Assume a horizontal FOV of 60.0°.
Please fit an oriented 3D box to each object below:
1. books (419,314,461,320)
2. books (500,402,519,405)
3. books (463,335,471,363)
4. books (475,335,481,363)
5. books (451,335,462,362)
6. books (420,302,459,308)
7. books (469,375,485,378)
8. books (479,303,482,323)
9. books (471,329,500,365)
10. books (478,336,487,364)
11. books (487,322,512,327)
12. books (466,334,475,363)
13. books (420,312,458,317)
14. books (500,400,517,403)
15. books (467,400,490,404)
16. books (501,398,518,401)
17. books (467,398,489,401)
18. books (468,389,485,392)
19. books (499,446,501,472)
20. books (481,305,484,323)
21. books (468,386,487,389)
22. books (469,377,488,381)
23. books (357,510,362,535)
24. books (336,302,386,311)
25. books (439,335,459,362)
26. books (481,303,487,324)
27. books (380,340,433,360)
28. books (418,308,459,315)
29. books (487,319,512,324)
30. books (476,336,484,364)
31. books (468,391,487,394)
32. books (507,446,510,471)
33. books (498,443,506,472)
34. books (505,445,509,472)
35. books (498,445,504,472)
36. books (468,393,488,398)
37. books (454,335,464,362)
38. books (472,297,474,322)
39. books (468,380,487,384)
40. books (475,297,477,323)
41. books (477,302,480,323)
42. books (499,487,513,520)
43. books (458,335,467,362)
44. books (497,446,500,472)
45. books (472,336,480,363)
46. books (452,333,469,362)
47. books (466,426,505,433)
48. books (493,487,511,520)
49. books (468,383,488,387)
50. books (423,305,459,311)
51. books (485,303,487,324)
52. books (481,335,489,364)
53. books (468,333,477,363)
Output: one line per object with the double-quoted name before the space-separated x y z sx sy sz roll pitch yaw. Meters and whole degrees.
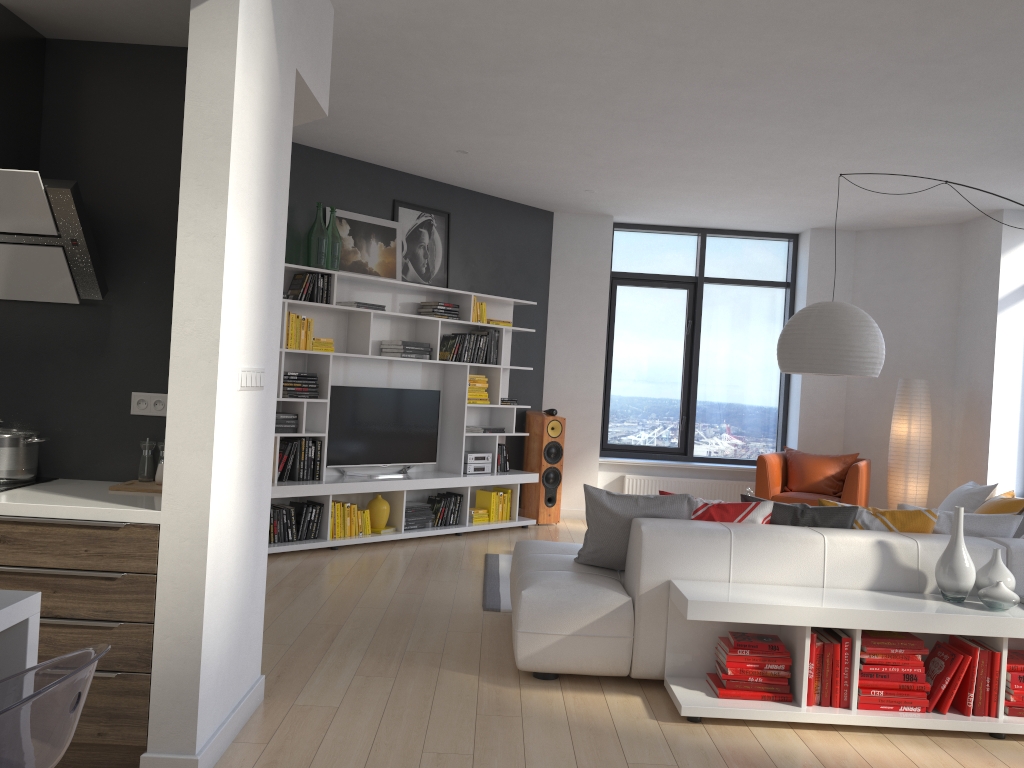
"books" -0.612 -0.559 7.489 0.284 0.030 0.214 3 0 -42
"books" -0.072 0.175 8.027 0.213 0.023 0.161 3 0 -42
"books" -0.446 -0.303 7.648 0.179 0.243 0.068 4 0 43
"books" -0.367 -0.306 7.733 0.192 0.254 0.075 4 0 43
"books" -0.531 -0.304 7.569 0.187 0.234 0.096 4 0 44
"books" -0.610 -0.665 7.496 0.209 0.030 0.266 4 0 38
"books" -0.374 -0.070 7.824 0.223 0.023 0.163 3 0 -42
"books" -0.314 -0.616 7.702 0.128 0.178 0.044 4 0 44
"books" -0.250 -0.327 7.892 0.259 0.321 0.128 4 0 44
"books" -0.322 -0.301 7.778 0.191 0.249 0.084 4 0 44
"books" -0.159 -0.532 7.931 0.257 0.028 0.194 3 0 -41
"books" -0.423 -0.307 7.678 0.191 0.249 0.084 4 0 44
"books" -0.614 -0.585 7.491 0.189 0.020 0.264 4 0 43
"books" -0.073 0.156 8.028 0.142 0.015 0.198 4 0 43
"books" -0.356 0.157 7.794 0.257 0.028 0.194 3 0 -41
"books" -0.081 0.136 8.040 0.213 0.023 0.161 3 0 -42
"books" -0.363 0.131 7.797 0.257 0.024 0.203 3 0 -43
"books" -0.365 0.051 7.788 0.217 0.023 0.145 3 0 -42
"books" -0.164 0.669 7.985 0.170 0.236 0.049 4 0 45
"books" -0.294 -0.606 7.707 0.108 0.161 0.046 4 0 43
"books" -0.368 0.031 7.809 0.171 0.019 0.239 4 0 44
"books" -0.352 -0.045 7.815 0.223 0.023 0.163 3 0 -42
"books" -1.204 1.054 6.792 0.138 0.188 0.056 4 0 44
"books" -1.178 -0.600 6.898 0.250 0.047 0.310 4 0 40
"books" -0.551 -0.306 7.541 0.182 0.234 0.104 4 0 44
"books" -0.287 -0.617 7.735 0.064 0.184 0.141 3 0 -45
"books" -0.865 -0.276 7.268 0.277 0.137 0.343 4 0 39
"books" -0.625 -0.611 7.507 0.284 0.030 0.214 3 0 -42
"books" -0.165 -0.558 7.934 0.257 0.024 0.203 3 0 -43
"books" -0.340 -0.299 7.743 0.179 0.243 0.071 4 0 43
"books" -0.374 0.068 7.809 0.251 0.014 0.189 3 0 -43
"books" -0.104 0.673 8.087 0.179 0.233 0.077 4 0 44
"books" -0.131 0.662 8.025 0.193 0.255 0.066 4 0 44
"books" -0.105 0.669 8.041 0.177 0.242 0.066 4 0 44
"books" -0.143 0.666 7.996 0.169 0.242 0.050 4 0 44
"books" -0.364 0.097 7.801 0.189 0.042 0.243 4 0 44
"books" -0.500 -0.303 7.582 0.169 0.233 0.081 4 0 43
"books" -0.386 -0.645 7.628 0.161 0.229 0.041 4 0 43
"books" -0.362 -0.023 7.812 0.227 0.022 0.160 3 0 -30
"books" -0.369 -0.643 7.686 0.164 0.224 0.054 4 0 43
"books" -0.333 -0.618 7.693 0.132 0.180 0.054 4 0 44
"books" -0.085 1.075 8.014 0.213 0.270 0.025 4 0 44
"books" -0.466 -0.304 7.598 0.069 0.242 0.172 3 0 -45
"books" -0.186 0.667 7.973 0.189 0.240 0.053 4 0 44
"books" -0.365 -0.298 7.699 0.069 0.242 0.172 3 0 -45
"books" -0.469 -0.312 7.633 0.192 0.254 0.075 4 0 43
"books" -0.252 0.404 7.921 0.250 0.047 0.310 4 0 40
"books" -0.097 1.075 7.989 0.204 0.270 0.029 4 0 44
"books" -0.358 0.006 7.815 0.239 0.033 0.176 3 0 -43
"books" -0.601 -0.638 7.490 0.246 0.026 0.180 3 0 -43
"books" -0.277 -0.617 7.757 0.142 0.184 0.044 4 0 45
"books" -0.299 -0.305 7.803 0.197 0.260 0.066 4 0 44
"books" -0.400 -0.310 7.702 0.197 0.260 0.066 4 0 44
